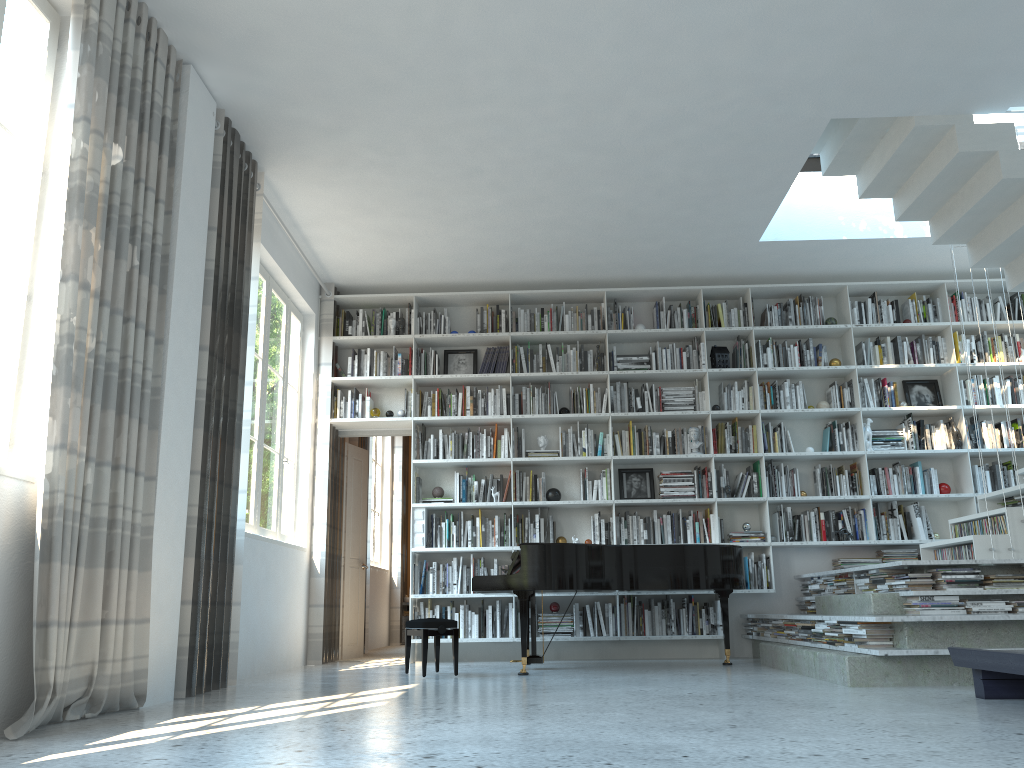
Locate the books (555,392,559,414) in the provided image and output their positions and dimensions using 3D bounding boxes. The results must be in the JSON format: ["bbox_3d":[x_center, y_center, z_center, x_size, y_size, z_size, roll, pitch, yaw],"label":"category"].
[{"bbox_3d":[0.394,0.195,7.740,0.031,0.231,0.148,-1,-14,2],"label":"books"}]

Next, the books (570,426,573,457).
[{"bbox_3d":[0.514,0.520,7.644,0.012,0.285,0.168,-1,-14,2],"label":"books"}]

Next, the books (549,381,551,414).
[{"bbox_3d":[0.332,0.150,7.758,0.005,0.330,0.162,-1,-14,2],"label":"books"}]

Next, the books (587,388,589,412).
[{"bbox_3d":[0.664,0.172,7.735,0.004,0.264,0.142,-1,-14,2],"label":"books"}]

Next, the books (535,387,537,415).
[{"bbox_3d":[0.208,0.178,7.725,0.009,0.262,0.190,-1,-14,2],"label":"books"}]

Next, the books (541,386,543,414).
[{"bbox_3d":[0.260,0.173,7.740,0.011,0.278,0.169,-1,-14,2],"label":"books"}]

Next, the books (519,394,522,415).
[{"bbox_3d":[0.073,0.212,7.762,0.024,0.218,0.140,-1,-14,2],"label":"books"}]

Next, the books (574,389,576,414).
[{"bbox_3d":[0.545,0.183,7.715,0.005,0.235,0.179,-1,-14,2],"label":"books"}]

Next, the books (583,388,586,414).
[{"bbox_3d":[0.628,0.177,7.711,0.013,0.243,0.189,-1,-14,2],"label":"books"}]

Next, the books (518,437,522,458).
[{"bbox_3d":[0.074,0.572,7.668,0.034,0.209,0.136,-1,-14,2],"label":"books"}]

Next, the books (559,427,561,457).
[{"bbox_3d":[0.416,0.524,7.650,0.012,0.284,0.160,-1,-14,2],"label":"books"}]

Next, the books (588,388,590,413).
[{"bbox_3d":[0.669,0.176,7.728,0.006,0.252,0.180,-1,-14,2],"label":"books"}]

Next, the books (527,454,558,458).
[{"bbox_3d":[0.262,0.625,7.636,0.254,0.012,0.161,0,-14,-3],"label":"books"}]

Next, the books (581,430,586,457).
[{"bbox_3d":[0.618,0.538,7.640,0.028,0.246,0.170,-1,-14,2],"label":"books"}]

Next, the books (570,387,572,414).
[{"bbox_3d":[0.515,0.174,7.756,0.012,0.275,0.129,-1,-14,2],"label":"books"}]

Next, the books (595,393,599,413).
[{"bbox_3d":[0.736,0.196,7.731,0.024,0.215,0.142,-1,-14,2],"label":"books"}]

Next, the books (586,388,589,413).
[{"bbox_3d":[0.654,0.178,7.735,0.017,0.252,0.140,-1,-14,2],"label":"books"}]

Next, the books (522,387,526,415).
[{"bbox_3d":[0.108,0.177,7.748,0.026,0.278,0.151,-1,-14,2],"label":"books"}]

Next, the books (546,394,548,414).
[{"bbox_3d":[0.306,0.208,7.755,0.012,0.216,0.133,-1,-14,2],"label":"books"}]

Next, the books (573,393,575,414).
[{"bbox_3d":[0.537,0.200,7.739,0.013,0.215,0.150,-1,-14,2],"label":"books"}]

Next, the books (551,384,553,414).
[{"bbox_3d":[0.349,0.165,7.731,0.011,0.286,0.189,-1,-14,2],"label":"books"}]

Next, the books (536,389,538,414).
[{"bbox_3d":[0.219,0.184,7.725,0.012,0.251,0.184,-1,-14,2],"label":"books"}]

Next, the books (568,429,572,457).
[{"bbox_3d":[0.497,0.533,7.654,0.022,0.266,0.151,-1,-14,2],"label":"books"}]

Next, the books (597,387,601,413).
[{"bbox_3d":[0.758,0.173,7.726,0.022,0.256,0.155,-1,-14,2],"label":"books"}]

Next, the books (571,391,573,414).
[{"bbox_3d":[0.524,0.191,7.749,0.005,0.238,0.146,-1,-14,2],"label":"books"}]

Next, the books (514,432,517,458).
[{"bbox_3d":[0.033,0.548,7.668,0.024,0.256,0.134,-1,-14,2],"label":"books"}]

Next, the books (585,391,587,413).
[{"bbox_3d":[0.641,0.190,7.745,0.011,0.235,0.131,-1,-14,2],"label":"books"}]

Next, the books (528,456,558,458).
[{"bbox_3d":[0.262,0.637,7.635,0.254,0.012,0.161,0,-14,-2],"label":"books"}]

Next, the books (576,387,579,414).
[{"bbox_3d":[0.574,0.176,7.748,0.009,0.266,0.150,-1,-14,2],"label":"books"}]

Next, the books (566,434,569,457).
[{"bbox_3d":[0.475,0.556,7.664,0.024,0.226,0.138,-1,-14,2],"label":"books"}]

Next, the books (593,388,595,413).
[{"bbox_3d":[0.708,0.176,7.733,0.010,0.256,0.140,-1,-14,2],"label":"books"}]

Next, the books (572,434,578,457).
[{"bbox_3d":[0.545,0.553,7.652,0.048,0.224,0.150,-1,-14,2],"label":"books"}]

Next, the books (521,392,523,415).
[{"bbox_3d":[0.090,0.198,7.751,0.012,0.239,0.134,-1,-14,2],"label":"books"}]

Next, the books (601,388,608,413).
[{"bbox_3d":[0.801,0.177,7.701,0.064,0.236,0.209,-1,-14,2],"label":"books"}]

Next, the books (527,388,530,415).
[{"bbox_3d":[0.145,0.184,7.742,0.024,0.261,0.178,-1,-14,2],"label":"books"}]

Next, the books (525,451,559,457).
[{"bbox_3d":[0.262,0.603,7.648,0.285,0.012,0.160,-2,-14,4],"label":"books"}]

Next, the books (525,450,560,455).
[{"bbox_3d":[0.261,0.590,7.646,0.285,0.012,0.160,0,-14,-2],"label":"books"}]

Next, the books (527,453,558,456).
[{"bbox_3d":[0.262,0.614,7.643,0.254,0.012,0.161,-1,-14,-1],"label":"books"}]

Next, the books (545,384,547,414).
[{"bbox_3d":[0.293,0.166,7.739,0.011,0.290,0.177,-1,-14,2],"label":"books"}]

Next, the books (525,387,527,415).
[{"bbox_3d":[0.127,0.177,7.744,0.012,0.275,0.157,-1,-14,2],"label":"books"}]

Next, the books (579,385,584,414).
[{"bbox_3d":[0.606,0.165,7.750,0.033,0.287,0.155,-1,-14,2],"label":"books"}]

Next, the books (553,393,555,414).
[{"bbox_3d":[0.370,0.205,7.749,0.012,0.217,0.151,-1,-14,2],"label":"books"}]

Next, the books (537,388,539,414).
[{"bbox_3d":[0.231,0.185,7.749,0.010,0.261,0.170,-1,-14,2],"label":"books"}]

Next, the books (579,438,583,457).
[{"bbox_3d":[0.592,0.571,7.652,0.025,0.189,0.140,-1,-14,2],"label":"books"}]

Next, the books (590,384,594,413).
[{"bbox_3d":[0.691,0.161,7.730,0.022,0.284,0.190,-1,-14,2],"label":"books"}]

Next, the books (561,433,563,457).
[{"bbox_3d":[0.428,0.552,7.656,0.010,0.231,0.155,-1,-14,2],"label":"books"}]

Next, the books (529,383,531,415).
[{"bbox_3d":[0.162,0.160,7.761,0.011,0.316,0.155,-1,-14,2],"label":"books"}]

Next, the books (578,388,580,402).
[{"bbox_3d":[0.587,0.168,7.739,0.005,0.274,0.157,-1,-14,2],"label":"books"}]

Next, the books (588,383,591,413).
[{"bbox_3d":[0.675,0.152,7.736,0.006,0.303,0.166,-1,-14,2],"label":"books"}]

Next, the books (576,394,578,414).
[{"bbox_3d":[0.564,0.206,7.732,0.011,0.199,0.163,-1,-14,2],"label":"books"}]

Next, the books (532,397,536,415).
[{"bbox_3d":[0.192,0.221,7.741,0.029,0.186,0.149,-1,-14,2],"label":"books"}]

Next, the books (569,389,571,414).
[{"bbox_3d":[0.506,0.183,7.746,0.005,0.253,0.161,-1,-14,2],"label":"books"}]

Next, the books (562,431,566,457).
[{"bbox_3d":[0.447,0.540,7.640,0.030,0.246,0.174,-1,-14,2],"label":"books"}]

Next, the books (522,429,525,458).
[{"bbox_3d":[0.100,0.537,7.669,0.021,0.277,0.137,-1,-14,2],"label":"books"}]

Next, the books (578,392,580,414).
[{"bbox_3d":[0.581,0.192,7.711,0.006,0.215,0.181,-1,-14,2],"label":"books"}]

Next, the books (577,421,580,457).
[{"bbox_3d":[0.573,0.500,7.655,0.010,0.328,0.174,-1,-14,2],"label":"books"}]

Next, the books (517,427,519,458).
[{"bbox_3d":[0.051,0.532,7.689,0.011,0.297,0.136,-1,-14,2],"label":"books"}]

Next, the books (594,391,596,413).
[{"bbox_3d":[0.719,0.190,7.733,0.011,0.229,0.166,-1,-14,2],"label":"books"}]

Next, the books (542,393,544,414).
[{"bbox_3d":[0.272,0.205,7.725,0.011,0.208,0.181,-1,-14,2],"label":"books"}]
